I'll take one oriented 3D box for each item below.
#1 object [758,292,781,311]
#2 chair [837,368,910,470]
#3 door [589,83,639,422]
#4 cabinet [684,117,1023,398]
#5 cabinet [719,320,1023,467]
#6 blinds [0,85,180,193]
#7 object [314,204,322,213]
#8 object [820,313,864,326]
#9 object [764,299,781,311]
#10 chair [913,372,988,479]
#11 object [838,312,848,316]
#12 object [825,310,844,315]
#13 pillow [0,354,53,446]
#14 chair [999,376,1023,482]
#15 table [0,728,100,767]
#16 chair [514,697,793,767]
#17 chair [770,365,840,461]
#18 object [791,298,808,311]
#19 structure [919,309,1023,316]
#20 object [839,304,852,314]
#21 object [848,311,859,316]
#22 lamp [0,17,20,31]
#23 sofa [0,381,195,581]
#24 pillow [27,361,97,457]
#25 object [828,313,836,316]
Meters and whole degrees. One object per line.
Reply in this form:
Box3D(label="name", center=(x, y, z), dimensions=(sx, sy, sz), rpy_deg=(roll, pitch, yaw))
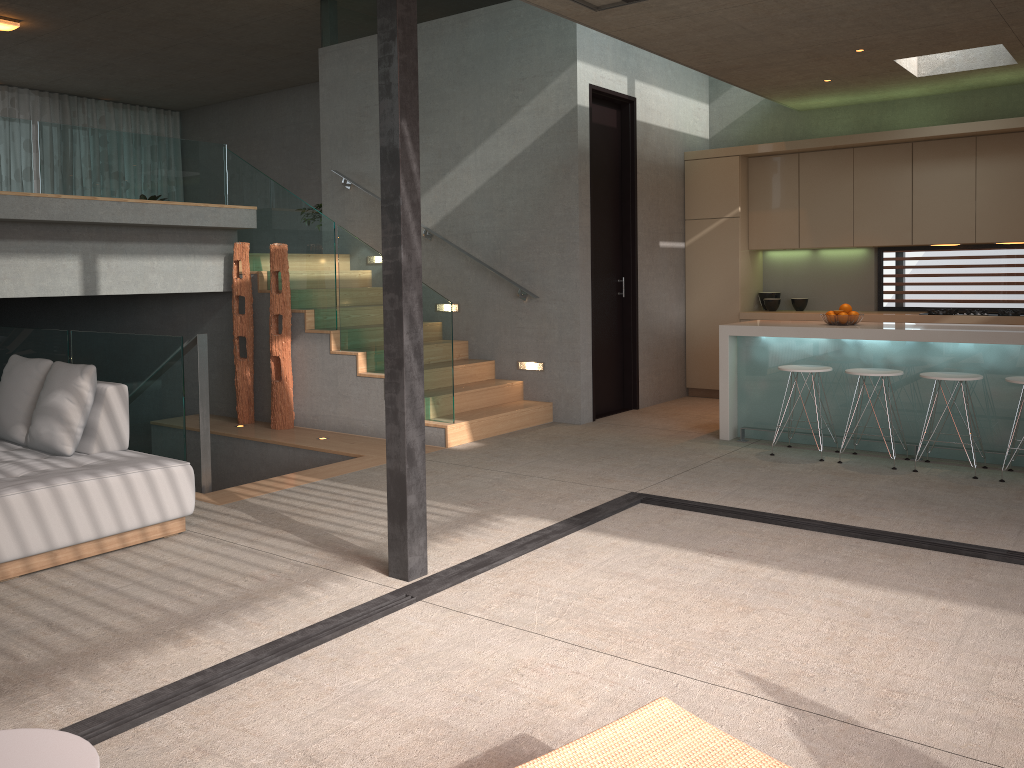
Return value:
Box3D(label="object", center=(2.698, -0.864, 9.259), dimensions=(0.225, 0.187, 0.226), rpy_deg=(0, 5, 15))
Box3D(label="chair", center=(2.478, 0.221, 6.052), dimensions=(0.382, 0.621, 0.383), rpy_deg=(2, 5, 37))
Box3D(label="door", center=(0.181, -0.137, 5.765), dimensions=(15.317, 4.459, 5.809), rpy_deg=(0, 5, 9))
Box3D(label="cabinet", center=(4.581, -0.870, 6.748), dimensions=(7.483, 2.556, 1.973), rpy_deg=(4, 6, 37))
Box3D(label="cabinet", center=(3.506, 0.075, 5.995), dimensions=(4.128, 0.896, 0.803), rpy_deg=(4, 7, 37))
Box3D(label="blinds", center=(-7.036, -3.275, 14.261), dimensions=(0.223, 2.717, 3.865), rpy_deg=(1, 5, 37))
Box3D(label="object", center=(-2.046, -2.084, 11.469), dimensions=(1.432, 1.207, 1.239), rpy_deg=(-3, 5, -20))
Box3D(label="object", center=(2.502, -0.490, 6.704), dimensions=(0.316, 0.081, 0.317), rpy_deg=(4, 9, 37))
Box3D(label="object", center=(2.672, -0.810, 9.069), dimensions=(0.169, 0.126, 0.170), rpy_deg=(2, 6, 24))
Box3D(label="chair", center=(2.861, 0.252, 5.763), dimensions=(0.382, 0.621, 0.383), rpy_deg=(2, 5, 37))
Box3D(label="object", center=(2.479, -0.495, 6.616), dimensions=(0.087, 0.086, 0.087), rpy_deg=(2, 5, 27))
Box3D(label="object", center=(2.446, -0.511, 6.720), dimensions=(0.096, 0.099, 0.175), rpy_deg=(-2, 6, -8))
Box3D(label="pillow", center=(-2.864, 0.090, 5.174), dimensions=(0.493, 0.496, 0.239), rpy_deg=(3, 5, 37))
Box3D(label="chair", center=(3.259, 0.283, 5.465), dimensions=(0.382, 0.621, 0.383), rpy_deg=(2, 5, 37))
Box3D(label="table", center=(-1.026, 0.957, 1.653), dimensions=(0.475, 0.391, 0.478), rpy_deg=(1, 5, 19))
Box3D(label="chair", center=(-0.312, 0.784, 1.210), dimensions=(2.301, 0.824, 0.702), rpy_deg=(-6, 7, -38))
Box3D(label="chair", center=(2.101, 0.192, 6.337), dimensions=(0.382, 0.621, 0.383), rpy_deg=(2, 5, 37))
Box3D(label="object", center=(2.940, -0.810, 9.033), dimensions=(0.169, 0.126, 0.170), rpy_deg=(2, 6, 24))
Box3D(label="structure", center=(4.135, -0.615, 7.878), dimensions=(0.840, 0.090, 0.466), rpy_deg=(4, 9, 37))
Box3D(label="object", center=(2.534, -0.563, 6.713), dimensions=(0.094, 0.094, 0.095), rpy_deg=(-4, 6, -33))
Box3D(label="object", center=(2.567, -0.502, 6.644), dimensions=(0.094, 0.094, 0.094), rpy_deg=(1, 5, 26))
Box3D(label="lamp", center=(-5.838, -4.106, 10.073), dimensions=(0.301, 0.091, 0.301), rpy_deg=(4, 8, 37))
Box3D(label="sofa", center=(-2.576, 0.400, 4.661), dimensions=(1.598, 0.730, 1.017), rpy_deg=(4, 7, 37))
Box3D(label="pillow", center=(-2.481, 0.131, 4.882), dimensions=(0.493, 0.481, 0.267), rpy_deg=(3, 5, 38))
Box3D(label="object", center=(2.418, -0.497, 6.675), dimensions=(0.081, 0.081, 0.081), rpy_deg=(-3, 5, -24))
